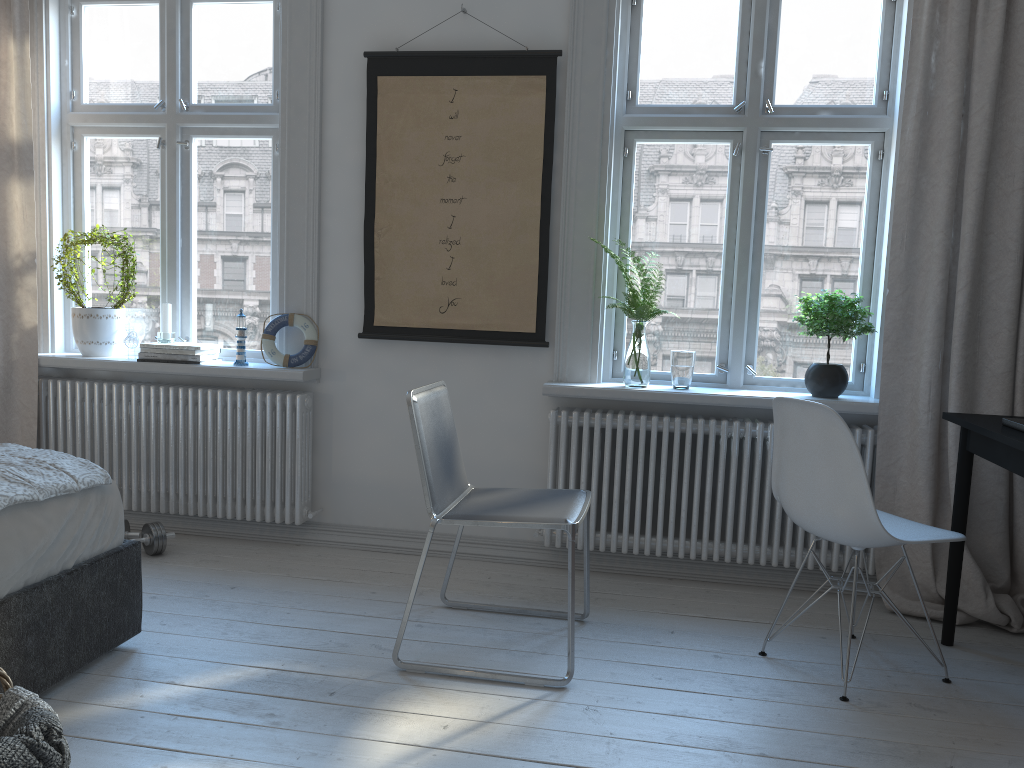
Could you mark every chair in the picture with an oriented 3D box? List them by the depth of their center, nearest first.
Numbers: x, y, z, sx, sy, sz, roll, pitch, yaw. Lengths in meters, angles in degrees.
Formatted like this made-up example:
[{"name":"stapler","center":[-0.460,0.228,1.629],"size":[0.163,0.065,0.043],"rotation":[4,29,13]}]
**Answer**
[{"name":"chair","center":[1.024,0.449,2.640],"size":[0.554,0.826,0.473],"rotation":[-1,7,-25]},{"name":"chair","center":[-0.027,0.413,2.723],"size":[0.524,0.799,0.561],"rotation":[3,6,10]}]

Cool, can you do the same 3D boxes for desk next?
[{"name":"desk","center":[1.614,0.536,2.322],"size":[0.651,0.760,1.157],"rotation":[3,6,10]}]

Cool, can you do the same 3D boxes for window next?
[{"name":"window","center":[-4.386,-1.425,5.991],"size":[7.977,7.023,11.945],"rotation":[3,6,10]},{"name":"window","center":[-6.931,-4.264,17.700],"size":[25.638,15.051,26.499],"rotation":[3,6,10]}]

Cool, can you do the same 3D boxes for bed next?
[{"name":"bed","center":[-2.262,0.266,1.971],"size":[2.176,1.048,1.885],"rotation":[3,6,10]}]

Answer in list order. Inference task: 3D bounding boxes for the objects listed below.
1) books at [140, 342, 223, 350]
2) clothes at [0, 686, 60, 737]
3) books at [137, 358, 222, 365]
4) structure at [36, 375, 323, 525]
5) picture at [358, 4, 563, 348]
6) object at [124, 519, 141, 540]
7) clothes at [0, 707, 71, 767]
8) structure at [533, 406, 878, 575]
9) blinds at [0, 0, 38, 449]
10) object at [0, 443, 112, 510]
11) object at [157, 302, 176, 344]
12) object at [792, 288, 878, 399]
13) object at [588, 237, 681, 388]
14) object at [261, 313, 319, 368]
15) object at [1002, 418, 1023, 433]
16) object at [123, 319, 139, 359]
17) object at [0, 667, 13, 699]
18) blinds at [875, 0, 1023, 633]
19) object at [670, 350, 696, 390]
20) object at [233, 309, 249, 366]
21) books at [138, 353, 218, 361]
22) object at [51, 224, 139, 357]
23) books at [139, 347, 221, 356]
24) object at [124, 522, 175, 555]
[{"name":"books","center":[-1.400,-0.162,3.762],"size":[0.269,0.015,0.203],"rotation":[3,5,7]},{"name":"clothes","center":[-0.945,0.723,1.551],"size":[0.283,0.289,0.234],"rotation":[-3,8,-41]},{"name":"books","center":[-1.405,-0.101,3.762],"size":[0.272,0.013,0.219],"rotation":[3,5,6]},{"name":"structure","center":[-1.543,0.267,3.842],"size":[1.505,0.548,0.195],"rotation":[3,6,10]},{"name":"picture","center":[-0.215,-0.819,3.513],"size":[0.793,1.316,0.057],"rotation":[3,6,10]},{"name":"object","center":[-1.665,0.607,3.565],"size":[0.328,0.129,0.129],"rotation":[2,6,-5]},{"name":"clothes","center":[-0.913,0.713,1.514],"size":[0.297,0.270,0.245],"rotation":[3,6,11]},{"name":"structure","center":[0.847,0.401,3.434],"size":[1.505,0.548,0.195],"rotation":[3,6,10]},{"name":"blinds","center":[-2.385,-0.702,3.647],"size":[0.831,2.652,0.224],"rotation":[3,6,10]},{"name":"object","center":[-1.431,0.276,1.817],"size":[0.405,0.104,1.457],"rotation":[3,5,10]},{"name":"object","center":[-1.467,-0.260,3.768],"size":[0.074,0.174,0.074],"rotation":[-2,8,-35]},{"name":"object","center":[1.188,-0.154,3.314],"size":[0.271,0.408,0.309],"rotation":[-1,7,-30]},{"name":"object","center":[0.482,-0.272,3.421],"size":[0.304,0.566,0.414],"rotation":[8,8,44]},{"name":"object","center":[-0.918,-0.180,3.666],"size":[0.236,0.228,0.079],"rotation":[2,6,-5]},{"name":"object","center":[1.563,-0.007,2.347],"size":[0.325,0.316,0.445],"rotation":[3,6,10]},{"name":"object","center":[-1.640,-0.192,3.812],"size":[0.059,0.165,0.196],"rotation":[-1,7,-30]},{"name":"object","center":[-0.970,0.714,1.525],"size":[0.319,0.352,0.319],"rotation":[8,8,41]},{"name":"blinds","center":[1.717,-0.471,2.947],"size":[0.831,2.652,0.224],"rotation":[3,6,10]},{"name":"object","center":[0.656,-0.054,3.419],"size":[0.097,0.146,0.097],"rotation":[4,6,15]},{"name":"object","center":[-1.126,-0.195,3.685],"size":[0.060,0.235,0.059],"rotation":[-3,8,-38]},{"name":"books","center":[-1.414,-0.121,3.775],"size":[0.262,0.025,0.207],"rotation":[3,5,3]},{"name":"object","center":[-1.802,-0.408,3.856],"size":[0.385,0.575,0.216],"rotation":[1,6,-10]},{"name":"books","center":[-1.406,-0.143,3.765],"size":[0.253,0.022,0.207],"rotation":[3,5,11]},{"name":"object","center":[-1.490,0.621,3.493],"size":[0.129,0.129,0.328],"rotation":[8,8,44]}]
